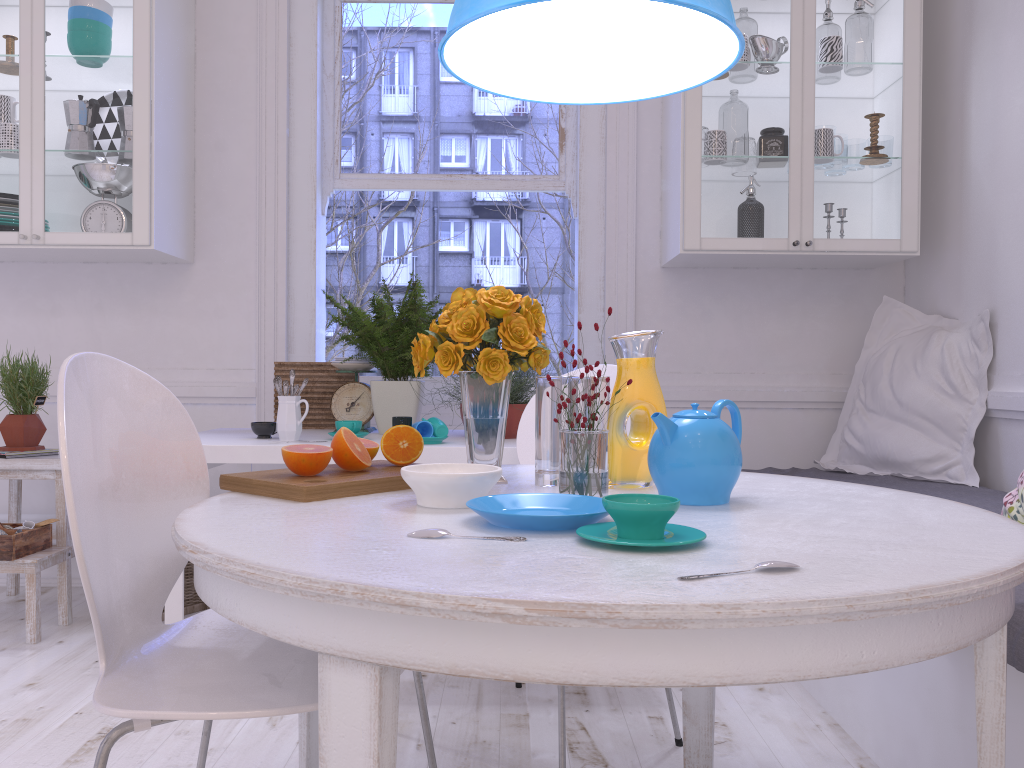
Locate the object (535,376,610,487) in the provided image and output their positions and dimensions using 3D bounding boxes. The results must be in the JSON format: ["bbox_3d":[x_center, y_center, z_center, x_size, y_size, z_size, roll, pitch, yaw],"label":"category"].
[{"bbox_3d":[0.105,0.079,1.528,0.101,0.186,0.122,1,1,30],"label":"object"}]

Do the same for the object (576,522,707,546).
[{"bbox_3d":[0.146,0.173,1.008,0.147,0.011,0.147,0,1,2],"label":"object"}]

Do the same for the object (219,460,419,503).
[{"bbox_3d":[-0.275,0.158,1.486,0.224,0.024,0.347,1,1,40],"label":"object"}]

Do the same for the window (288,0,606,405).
[{"bbox_3d":[-0.252,-0.810,3.540,1.234,1.782,0.181,0,1,0],"label":"window"}]

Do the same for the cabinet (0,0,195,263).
[{"bbox_3d":[-1.629,-1.121,3.193,0.823,1.311,0.425,0,1,0],"label":"cabinet"}]

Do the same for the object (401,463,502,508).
[{"bbox_3d":[-0.087,0.147,1.284,0.147,0.052,0.147,1,1,42],"label":"object"}]

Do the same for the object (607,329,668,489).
[{"bbox_3d":[0.211,0.040,1.502,0.094,0.267,0.116,1,1,27],"label":"object"}]

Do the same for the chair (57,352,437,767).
[{"bbox_3d":[-0.336,0.380,1.202,0.483,0.845,0.604,0,1,0],"label":"chair"}]

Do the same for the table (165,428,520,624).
[{"bbox_3d":[-0.278,0.475,2.780,1.514,0.619,0.736,0,1,0],"label":"table"}]

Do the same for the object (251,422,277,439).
[{"bbox_3d":[-0.742,0.139,2.662,0.079,0.048,0.082,0,1,-41],"label":"object"}]

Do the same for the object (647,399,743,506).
[{"bbox_3d":[0.280,0.100,1.337,0.156,0.151,0.150,0,1,3],"label":"object"}]

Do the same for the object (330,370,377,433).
[{"bbox_3d":[-0.531,0.058,3.013,0.159,0.208,0.185,0,1,0],"label":"object"}]

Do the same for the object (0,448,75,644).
[{"bbox_3d":[-1.624,0.505,2.941,0.418,0.534,0.599,0,1,0],"label":"object"}]

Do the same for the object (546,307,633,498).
[{"bbox_3d":[0.115,0.031,1.308,0.128,0.287,0.128,0,1,2],"label":"object"}]

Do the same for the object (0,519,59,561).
[{"bbox_3d":[-1.607,0.467,2.733,0.358,0.110,0.211,0,1,2],"label":"object"}]

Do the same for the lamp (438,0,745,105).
[{"bbox_3d":[0.153,-1.583,1.659,0.568,1.948,0.568,1,1,34],"label":"lamp"}]

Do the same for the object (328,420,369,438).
[{"bbox_3d":[-0.484,0.138,2.631,0.121,0.055,0.121,1,1,40],"label":"object"}]

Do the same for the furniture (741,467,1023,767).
[{"bbox_3d":[1.106,0.555,1.595,0.769,0.508,3.296,0,1,0],"label":"furniture"}]

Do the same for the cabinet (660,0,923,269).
[{"bbox_3d":[0.990,-1.101,3.203,0.823,1.311,0.425,0,1,0],"label":"cabinet"}]

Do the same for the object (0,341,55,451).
[{"bbox_3d":[-1.623,0.036,2.957,0.196,0.367,0.186,1,1,45],"label":"object"}]

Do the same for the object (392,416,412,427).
[{"bbox_3d":[-0.309,0.130,2.460,0.055,0.077,0.070,1,1,25],"label":"object"}]

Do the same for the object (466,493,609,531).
[{"bbox_3d":[0.039,0.164,1.134,0.196,0.023,0.196,0,1,-13],"label":"object"}]

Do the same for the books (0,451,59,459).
[{"bbox_3d":[-1.677,0.231,2.969,0.246,0.011,0.180,1,1,30],"label":"books"}]

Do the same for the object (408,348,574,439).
[{"bbox_3d":[-0.028,0.002,2.802,0.668,0.367,0.531,1,1,24],"label":"object"}]

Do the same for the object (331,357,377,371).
[{"bbox_3d":[-0.534,-0.069,3.022,0.163,0.047,0.164,0,1,-41],"label":"object"}]

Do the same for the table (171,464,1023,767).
[{"bbox_3d":[0.110,0.490,1.301,1.140,0.629,1.140,1,1,29],"label":"table"}]

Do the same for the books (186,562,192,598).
[{"bbox_3d":[-1.212,0.607,3.043,0.221,0.306,0.205,1,1,33],"label":"books"}]

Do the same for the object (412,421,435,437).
[{"bbox_3d":[-0.256,0.132,2.519,0.069,0.058,0.080,0,1,-27],"label":"object"}]

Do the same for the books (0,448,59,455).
[{"bbox_3d":[-1.677,0.223,2.969,0.246,0.007,0.180,1,1,30],"label":"books"}]

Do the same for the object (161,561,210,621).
[{"bbox_3d":[-1.220,0.640,3.033,0.276,0.270,0.276,1,1,33],"label":"object"}]

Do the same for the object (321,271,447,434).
[{"bbox_3d":[-0.385,-0.101,2.896,0.438,0.527,0.368,0,1,0],"label":"object"}]

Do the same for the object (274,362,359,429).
[{"bbox_3d":[-0.687,0.041,3.119,0.294,0.237,0.028,0,1,0],"label":"object"}]

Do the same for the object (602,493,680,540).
[{"bbox_3d":[0.146,0.152,1.007,0.088,0.043,0.088,1,1,7],"label":"object"}]

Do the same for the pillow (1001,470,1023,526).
[{"bbox_3d":[1.260,0.122,1.622,0.509,0.447,0.592,1,1,5],"label":"pillow"}]

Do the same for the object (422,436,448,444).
[{"bbox_3d":[-0.242,0.158,2.523,0.121,0.021,0.121,1,1,40],"label":"object"}]

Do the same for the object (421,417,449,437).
[{"bbox_3d":[-0.220,0.126,2.532,0.069,0.059,0.082,0,1,-22],"label":"object"}]

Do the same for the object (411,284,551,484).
[{"bbox_3d":[-0.046,-0.004,1.535,0.234,0.351,0.235,0,1,-35],"label":"object"}]

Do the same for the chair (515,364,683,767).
[{"bbox_3d":[0.056,0.375,1.996,0.483,0.845,0.604,0,1,-45],"label":"chair"}]

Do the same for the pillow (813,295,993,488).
[{"bbox_3d":[1.367,0.002,3.053,0.374,0.642,0.677,0,1,-30],"label":"pillow"}]

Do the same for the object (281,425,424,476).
[{"bbox_3d":[-0.283,0.109,1.510,0.129,0.075,0.285,1,1,36],"label":"object"}]
